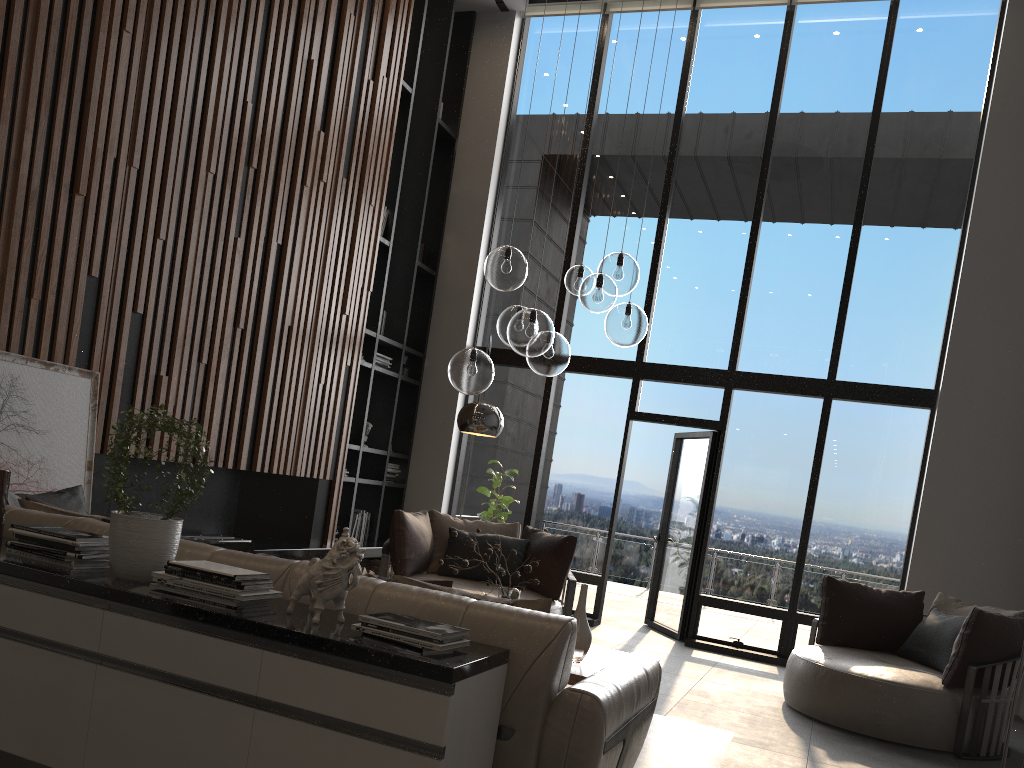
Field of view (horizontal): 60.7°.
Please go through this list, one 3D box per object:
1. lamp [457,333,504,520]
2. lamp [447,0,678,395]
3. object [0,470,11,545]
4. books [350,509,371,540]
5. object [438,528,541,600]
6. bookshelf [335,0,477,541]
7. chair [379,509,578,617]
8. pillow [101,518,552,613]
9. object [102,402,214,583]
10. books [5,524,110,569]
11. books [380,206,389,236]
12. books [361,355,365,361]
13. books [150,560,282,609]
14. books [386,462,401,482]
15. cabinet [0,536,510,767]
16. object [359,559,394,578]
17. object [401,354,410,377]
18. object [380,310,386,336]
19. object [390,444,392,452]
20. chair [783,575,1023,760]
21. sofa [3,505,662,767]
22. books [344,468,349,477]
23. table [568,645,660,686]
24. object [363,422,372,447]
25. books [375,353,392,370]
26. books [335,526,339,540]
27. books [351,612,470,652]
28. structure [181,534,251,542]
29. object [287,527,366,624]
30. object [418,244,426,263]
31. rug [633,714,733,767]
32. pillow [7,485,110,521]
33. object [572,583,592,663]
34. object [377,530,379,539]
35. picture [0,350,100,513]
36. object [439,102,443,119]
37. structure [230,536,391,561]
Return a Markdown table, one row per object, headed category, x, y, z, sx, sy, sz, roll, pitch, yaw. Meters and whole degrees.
| category | x | y | z | sx | sy | sz | roll | pitch | yaw |
| --- | --- | --- | --- | --- | --- | --- | --- | --- | --- |
| lamp | -0.319 | 0.766 | 6.824 | 0.320 | 2.337 | 2.033 | 9 | -1 | -2 |
| lamp | 0.528 | -2.341 | 4.522 | 1.222 | 5.012 | 1.234 | 9 | 2 | 18 |
| object | -1.825 | 0.425 | 3.052 | 0.108 | 0.268 | 0.110 | 9 | 1 | 27 |
| books | -1.505 | 1.330 | 8.315 | 0.173 | 0.287 | 0.336 | 9 | -3 | 21 |
| object | -0.142 | 1.064 | 4.725 | 0.544 | 0.605 | 0.315 | 9 | 0 | -8 |
| bookshelf | -1.160 | -1.176 | 8.135 | 0.335 | 5.331 | 1.465 | 10 | 2 | 22 |
| chair | -0.273 | 1.474 | 6.633 | 1.464 | 0.900 | 1.466 | 12 | -6 | -42 |
| pillow | -0.732 | 0.870 | 3.340 | 1.926 | 0.501 | 0.548 | 7 | -3 | 20 |
| object | -1.155 | 0.345 | 2.804 | 0.385 | 0.578 | 0.215 | 9 | 1 | 1 |
| books | -1.509 | 0.542 | 2.921 | 0.323 | 0.099 | 0.207 | 7 | -5 | 21 |
| books | -1.264 | -1.459 | 7.699 | 0.184 | 0.300 | 0.371 | 9 | -3 | 21 |
| books | -1.475 | -0.265 | 7.741 | 0.324 | 0.072 | 0.177 | 6 | -6 | 20 |
| books | -0.907 | 0.612 | 2.690 | 0.345 | 0.100 | 0.196 | 7 | -5 | 21 |
| books | -1.289 | 0.863 | 8.671 | 0.216 | 0.190 | 0.378 | 8 | -5 | 22 |
| cabinet | -2.625 | -0.829 | 0.270 | 3.591 | 3.245 | 6.274 | 8 | -5 | 21 |
| object | -1.771 | 1.562 | 6.894 | 0.432 | 0.390 | 4.088 | 8 | -6 | 23 |
| object | -1.075 | -0.178 | 8.632 | 0.058 | 0.234 | 0.190 | 10 | -1 | 24 |
| object | -1.246 | -0.554 | 8.173 | 0.104 | 0.260 | 0.103 | 9 | 1 | 1 |
| object | -1.267 | 0.529 | 8.678 | 0.130 | 0.281 | 0.253 | 9 | -2 | 14 |
| chair | 2.624 | 1.826 | 5.835 | 1.428 | 0.900 | 1.502 | 6 | -5 | 38 |
| sofa | -0.939 | 1.091 | 3.930 | 3.219 | 0.820 | 1.898 | 6 | -6 | 21 |
| books | -1.615 | 0.762 | 7.764 | 0.217 | 0.078 | 0.326 | 7 | -7 | 21 |
| table | -0.037 | 1.555 | 4.683 | 1.441 | 0.355 | 0.908 | 6 | -6 | 21 |
| object | -1.402 | 0.471 | 8.213 | 0.139 | 0.245 | 0.135 | 9 | 0 | -28 |
| books | -1.291 | -0.212 | 8.193 | 0.217 | 0.128 | 0.326 | 7 | -6 | 21 |
| books | -1.722 | 1.312 | 7.797 | 0.217 | 0.127 | 0.342 | 7 | -6 | 21 |
| books | -0.279 | 0.700 | 2.472 | 0.291 | 0.054 | 0.186 | 6 | -7 | 25 |
| structure | -2.213 | 1.126 | 6.257 | 0.297 | 0.103 | 0.719 | 7 | -7 | 21 |
| object | -0.546 | 0.558 | 2.581 | 0.204 | 0.291 | 0.137 | 8 | 0 | 40 |
| object | -0.924 | -1.263 | 8.658 | 0.102 | 0.230 | 0.101 | 9 | 1 | 6 |
| rug | -0.078 | 1.708 | 4.561 | 2.281 | 0.020 | 1.627 | 6 | -7 | 21 |
| pillow | -1.979 | 0.754 | 3.920 | 0.771 | 0.548 | 1.371 | 12 | -6 | -38 |
| object | 0.257 | 1.189 | 4.414 | 0.312 | 0.399 | 0.323 | 8 | -1 | 40 |
| object | -1.343 | 1.404 | 8.659 | 0.080 | 0.267 | 0.082 | 10 | 2 | 43 |
| picture | -2.459 | 0.375 | 4.521 | 0.100 | 1.001 | 0.735 | 10 | 0 | 22 |
| object | -0.758 | -2.634 | 8.540 | 0.082 | 0.261 | 0.135 | 10 | 1 | 31 |
| structure | -2.339 | 1.284 | 5.836 | 0.662 | 0.458 | 6.609 | 7 | -7 | 21 |
